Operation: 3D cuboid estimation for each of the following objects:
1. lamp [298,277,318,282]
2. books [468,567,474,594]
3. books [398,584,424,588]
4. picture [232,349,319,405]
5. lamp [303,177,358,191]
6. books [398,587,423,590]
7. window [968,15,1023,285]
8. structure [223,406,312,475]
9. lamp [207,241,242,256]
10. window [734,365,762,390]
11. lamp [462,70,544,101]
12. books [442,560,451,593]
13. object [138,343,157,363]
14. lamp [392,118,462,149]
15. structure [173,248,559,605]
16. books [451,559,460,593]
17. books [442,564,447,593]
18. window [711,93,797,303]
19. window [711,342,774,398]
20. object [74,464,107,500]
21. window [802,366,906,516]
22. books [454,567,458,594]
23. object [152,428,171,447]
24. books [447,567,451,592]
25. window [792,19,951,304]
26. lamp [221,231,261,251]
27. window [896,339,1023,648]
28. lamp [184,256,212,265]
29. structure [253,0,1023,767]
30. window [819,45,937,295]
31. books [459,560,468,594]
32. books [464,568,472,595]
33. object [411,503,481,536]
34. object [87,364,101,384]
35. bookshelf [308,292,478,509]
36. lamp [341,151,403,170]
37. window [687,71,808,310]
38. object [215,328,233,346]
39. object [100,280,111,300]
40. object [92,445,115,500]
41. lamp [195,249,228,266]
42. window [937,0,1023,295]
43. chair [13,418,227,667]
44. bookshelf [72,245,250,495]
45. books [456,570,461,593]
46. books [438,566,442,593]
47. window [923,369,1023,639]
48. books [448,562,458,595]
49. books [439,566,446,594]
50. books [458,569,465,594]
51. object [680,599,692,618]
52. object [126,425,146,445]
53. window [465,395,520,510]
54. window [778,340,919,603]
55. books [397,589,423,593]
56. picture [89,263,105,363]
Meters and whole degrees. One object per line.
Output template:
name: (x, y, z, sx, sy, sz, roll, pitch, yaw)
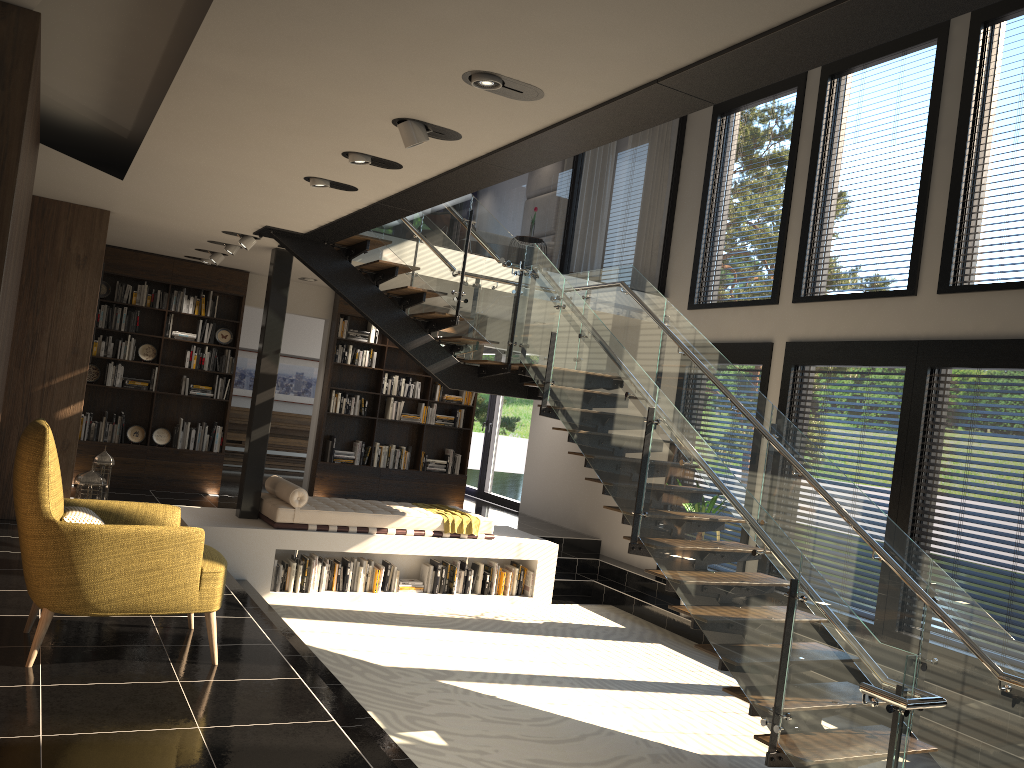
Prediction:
lamp: (-2.448, -1.312, 10.661, 0.195, 0.158, 0.346, 8, -2, -28)
books: (-0.457, 2.024, 9.150, 0.019, 0.256, 0.186, 8, -1, -28)
books: (-1.039, 2.007, 8.878, 0.274, 0.025, 0.156, 9, -2, -31)
picture: (-3.819, -0.093, 14.583, 3.546, 0.748, 0.035, 8, -1, -28)
lamp: (-1.124, -1.296, 5.544, 0.347, 0.177, 0.195, 8, -2, -28)
books: (-1.040, 2.032, 8.873, 0.261, 0.024, 0.167, 9, -2, -31)
window: (4.216, -1.912, 6.841, 0.005, 2.296, 1.220, 8, -1, -28)
structure: (-4.224, 0.870, 14.200, 6.281, 0.981, 0.885, 8, -2, -28)
lamp: (-2.807, -1.387, 8.690, 0.347, 0.231, 0.195, 8, -2, -28)
window: (2.340, 0.815, 9.599, 0.005, 2.296, 1.220, 8, -1, -28)
lamp: (-0.026, -1.229, 3.494, 0.347, 0.158, 0.195, 8, -2, -28)
books: (-0.687, 1.966, 9.045, 0.035, 0.305, 0.151, 8, -1, -28)
object: (-4.197, -0.356, 10.206, 0.212, 0.222, 0.082, 8, -1, -28)
lamp: (-0.398, -1.211, 4.177, 0.347, 0.247, 0.195, 8, -2, -28)
structure: (-1.293, 0.476, 9.076, 3.785, 3.244, 1.148, 8, -1, -28)
books: (-0.595, 1.969, 9.108, 0.029, 0.326, 0.152, 8, -1, -28)
books: (-0.715, 1.980, 9.026, 0.029, 0.268, 0.146, 8, -1, -28)
window: (2.712, -2.017, 9.653, 0.005, 2.296, 1.220, 8, -1, -28)
window: (2.274, 0.806, 9.572, 0.358, 2.475, 1.392, 8, -1, -28)
object: (-3.750, 0.954, 7.864, 0.262, 0.483, 0.262, 8, -1, -28)
window: (3.112, 0.866, 8.157, 0.005, 2.296, 1.312, 8, -1, -28)
books: (-0.613, 1.994, 9.077, 0.027, 0.270, 0.187, 8, -1, -28)
object: (-4.068, 0.619, 10.296, 0.212, 0.222, 0.082, 8, -1, -28)
books: (-0.678, 1.986, 9.088, 0.026, 0.270, 0.128, 8, -1, -28)
window: (3.398, -1.974, 8.221, 0.358, 2.475, 1.392, 8, -1, -28)
lamp: (-2.445, -1.346, 8.008, 0.347, 0.262, 0.195, 8, -2, -28)
window: (3.750, 0.906, 6.814, 0.358, 2.475, 1.497, 8, -1, -28)
lamp: (-3.536, -1.465, 10.059, 0.347, 0.177, 0.195, 8, -2, -28)
structure: (0.606, 0.208, 5.780, 3.450, 4.867, 7.276, 8, -2, -29)
window: (3.464, -1.964, 8.247, 0.005, 2.296, 1.220, 8, -1, -28)
books: (-0.515, 1.985, 9.135, 0.033, 0.318, 0.152, 8, -1, -28)
books: (-0.482, 2.022, 9.137, 0.036, 0.253, 0.177, 8, -1, -28)
object: (-0.779, 1.567, 9.419, 0.466, 0.510, 1.166, 8, -2, -28)
object: (-4.725, -0.114, 9.936, 0.212, 0.222, 0.082, 8, -1, -28)
bookshelf: (-1.471, 0.271, 11.706, 2.092, 2.682, 0.273, 8, -1, -28)
lamp: (-0.758, -1.271, 4.860, 0.347, 0.177, 0.195, 8, -2, -28)
window: (2.646, -2.027, 9.627, 0.358, 2.475, 1.392, 8, -1, -28)
object: (-3.437, -0.562, 10.582, 0.212, 0.222, 0.082, 8, -1, -28)
object: (-4.602, -1.054, 9.926, 0.212, 0.222, 0.082, 8, -1, -28)
object: (-3.761, 0.880, 8.116, 0.182, 0.642, 0.182, 8, -1, -28)
lamp: (-3.175, -1.397, 9.373, 0.347, 0.262, 0.195, 8, -2, -28)
window: (4.150, -1.921, 6.815, 0.358, 2.475, 1.392, 8, -1, -28)
chair: (-1.952, 0.769, 4.439, 1.031, 1.097, 0.807, 8, -2, -29)
bookshelf: (-4.110, -0.122, 10.275, 1.705, 2.682, 0.273, 8, -1, -28)
books: (-0.581, 2.022, 9.127, 0.026, 0.226, 0.132, 8, -1, -28)
books: (-0.774, 1.964, 9.014, 0.031, 0.284, 0.176, 8, -1, -28)
window: (3.816, 0.916, 6.840, 0.005, 2.296, 1.312, 8, -1, -28)
books: (-0.625, 1.983, 9.046, 0.026, 0.287, 0.204, 8, -1, -28)
books: (-0.737, 1.976, 9.005, 0.029, 0.268, 0.173, 8, -1, -28)
books: (-0.549, 2.024, 9.124, 0.028, 0.231, 0.158, 8, -1, -28)
object: (1.842, 1.655, 8.863, 0.877, 1.337, 0.829, 9, -2, -39)
object: (-4.310, 0.583, 10.170, 0.212, 0.222, 0.082, 8, -1, -28)
window: (-0.328, 0.622, 14.379, 0.184, 2.475, 2.979, 8, -2, -28)
window: (3.046, 0.857, 8.131, 0.358, 2.475, 1.497, 8, -1, -28)
books: (-1.043, 2.056, 8.872, 0.257, 0.024, 0.167, 8, -2, -28)
picture: (-3.901, -0.651, 8.272, 0.028, 0.911, 0.748, 8, -2, -28)
